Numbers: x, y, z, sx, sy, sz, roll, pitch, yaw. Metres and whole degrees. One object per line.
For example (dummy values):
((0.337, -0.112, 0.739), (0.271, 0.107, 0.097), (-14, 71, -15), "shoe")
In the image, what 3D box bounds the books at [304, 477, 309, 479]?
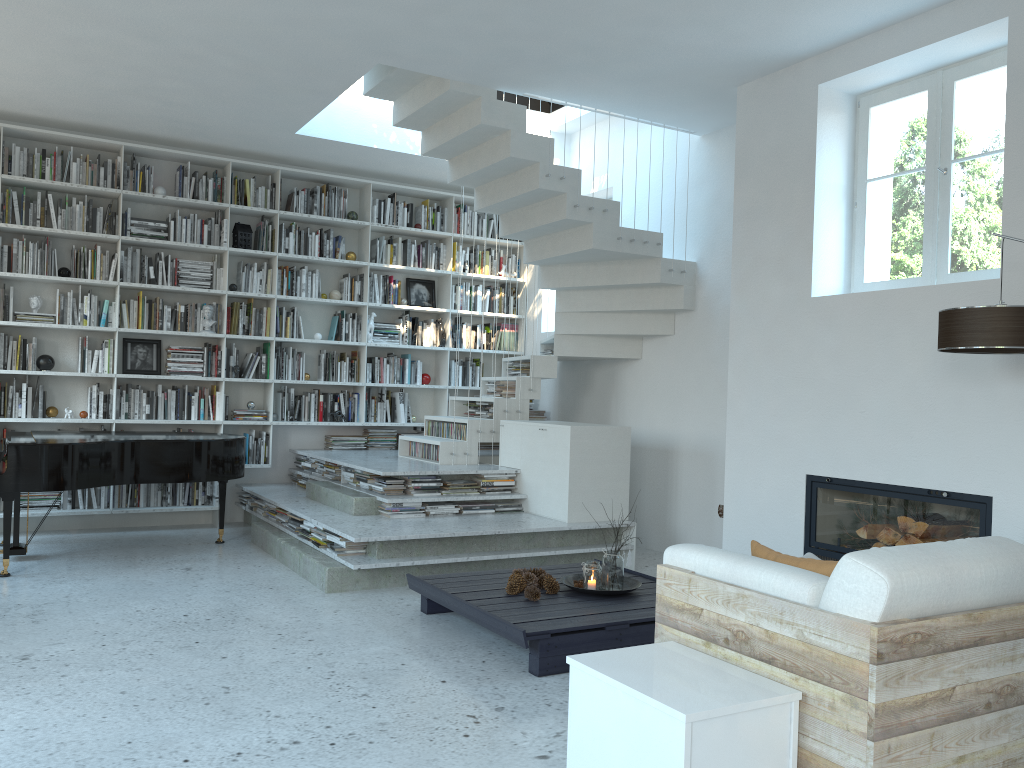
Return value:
((-1.735, 0.821, 7.766), (0.144, 0.009, 0.249), (2, -1, -26), "books")

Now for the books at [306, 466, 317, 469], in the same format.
((-1.698, 0.724, 7.769), (0.163, 0.008, 0.294), (2, -1, -32), "books")

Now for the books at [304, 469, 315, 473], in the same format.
((-1.702, 0.766, 7.768), (0.173, 0.017, 0.233), (2, -1, -31), "books")

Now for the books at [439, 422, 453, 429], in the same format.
((-0.559, 0.387, 7.489), (0.125, 0.125, 0.008), (2, 0, -30), "books")

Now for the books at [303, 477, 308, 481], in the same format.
((-1.731, 0.835, 7.768), (0.137, 0.018, 0.200), (2, -1, -34), "books")

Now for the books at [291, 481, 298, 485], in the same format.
((-1.895, 0.895, 8.035), (0.163, 0.019, 0.187), (2, -1, -31), "books")

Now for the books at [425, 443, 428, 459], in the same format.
((-0.660, 0.556, 7.357), (0.125, 0.125, 0.007), (2, 0, -30), "books")

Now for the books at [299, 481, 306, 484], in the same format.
((-1.749, 0.860, 7.759), (0.180, 0.017, 0.182), (2, -1, -33), "books")

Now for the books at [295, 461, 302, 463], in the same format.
((-1.839, 0.708, 8.023), (0.156, 0.009, 0.287), (2, -1, -32), "books")

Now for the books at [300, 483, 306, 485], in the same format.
((-1.739, 0.876, 7.765), (0.160, 0.014, 0.268), (2, -1, -31), "books")

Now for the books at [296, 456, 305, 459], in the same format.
((-1.840, 0.666, 8.022), (0.167, 0.008, 0.234), (2, -1, -31), "books")

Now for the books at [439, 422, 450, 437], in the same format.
((-0.554, 0.387, 7.480), (0.125, 0.125, 0.012), (2, 0, -30), "books")

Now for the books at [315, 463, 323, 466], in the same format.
((-1.545, 0.681, 7.505), (0.167, 0.008, 0.234), (2, -1, -31), "books")

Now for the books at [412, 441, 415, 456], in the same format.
((-0.794, 0.555, 7.592), (0.125, 0.125, 0.010), (2, 0, -30), "books")

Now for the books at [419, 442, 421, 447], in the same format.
((-0.724, 0.555, 7.470), (0.125, 0.125, 0.007), (2, 0, -30), "books")

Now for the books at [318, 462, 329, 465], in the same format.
((-1.540, 0.672, 7.508), (0.160, 0.010, 0.179), (2, -1, -30), "books")

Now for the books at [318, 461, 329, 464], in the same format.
((-1.539, 0.661, 7.508), (0.149, 0.013, 0.220), (2, -1, -27), "books")

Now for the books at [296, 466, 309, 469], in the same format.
((-1.843, 0.750, 8.022), (0.163, 0.017, 0.232), (2, -1, -28), "books")

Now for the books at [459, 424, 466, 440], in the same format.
((-0.365, 0.389, 7.149), (0.125, 0.125, 0.008), (2, 0, -30), "books")

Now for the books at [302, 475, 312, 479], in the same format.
((-1.733, 0.810, 7.767), (0.149, 0.014, 0.228), (2, -1, -32), "books")

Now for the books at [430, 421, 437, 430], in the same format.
((-0.647, 0.386, 7.642), (0.125, 0.125, 0.007), (2, 0, -30), "books")

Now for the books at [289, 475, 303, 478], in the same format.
((-1.903, 0.834, 8.029), (0.184, 0.006, 0.262), (2, -1, -29), "books")

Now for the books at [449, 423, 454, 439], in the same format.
((-0.455, 0.388, 7.308), (0.125, 0.125, 0.016), (2, 0, -30), "books")

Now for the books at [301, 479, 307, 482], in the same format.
((-1.737, 0.848, 7.765), (0.159, 0.009, 0.228), (2, -1, -29), "books")

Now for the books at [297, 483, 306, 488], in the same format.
((-1.754, 0.887, 7.756), (0.187, 0.009, 0.261), (2, -1, -27), "books")

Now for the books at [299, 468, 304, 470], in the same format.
((-1.831, 0.766, 8.029), (0.134, 0.014, 0.181), (2, -1, -33), "books")

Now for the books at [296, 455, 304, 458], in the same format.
((-1.840, 0.656, 8.022), (0.159, 0.011, 0.246), (2, -1, -33), "books")

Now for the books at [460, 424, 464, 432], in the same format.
((-0.361, 0.389, 7.143), (0.125, 0.125, 0.007), (2, 0, -30), "books")

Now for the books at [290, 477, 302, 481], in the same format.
((-1.895, 0.861, 8.034), (0.170, 0.012, 0.215), (2, -1, -30), "books")

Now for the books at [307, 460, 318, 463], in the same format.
((-1.694, 0.677, 7.771), (0.143, 0.012, 0.264), (2, -1, -25), "books")

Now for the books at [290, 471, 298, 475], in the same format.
((-1.899, 0.803, 8.031), (0.174, 0.009, 0.240), (2, -1, -28), "books")

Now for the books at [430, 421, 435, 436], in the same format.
((-0.643, 0.386, 7.636), (0.125, 0.125, 0.007), (2, 0, -30), "books")

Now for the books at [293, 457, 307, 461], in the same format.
((-1.850, 0.677, 8.017), (0.171, 0.015, 0.252), (2, -1, -35), "books")

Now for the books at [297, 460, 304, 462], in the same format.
((-1.832, 0.700, 8.027), (0.145, 0.008, 0.297), (2, -1, -31), "books")

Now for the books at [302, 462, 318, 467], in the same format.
((-1.710, 0.704, 7.762), (0.189, 0.030, 0.237), (2, -1, -33), "books")

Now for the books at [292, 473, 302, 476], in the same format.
((-1.894, 0.815, 8.034), (0.152, 0.015, 0.208), (2, -1, -25), "books")

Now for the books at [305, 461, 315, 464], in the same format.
((-1.700, 0.686, 7.767), (0.171, 0.007, 0.206), (2, -1, -28), "books")

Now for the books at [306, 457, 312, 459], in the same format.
((-1.692, 0.650, 7.771), (0.159, 0.007, 0.285), (2, -1, -31), "books")

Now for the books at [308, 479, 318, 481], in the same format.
((-1.596, 0.824, 7.489), (0.181, 0.017, 0.250), (2, -1, -33), "books")

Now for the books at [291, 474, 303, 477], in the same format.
((-1.896, 0.827, 8.033), (0.159, 0.009, 0.210), (2, -1, -26), "books")

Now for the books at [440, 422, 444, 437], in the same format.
((-0.545, 0.387, 7.464), (0.125, 0.125, 0.009), (2, 0, -30), "books")

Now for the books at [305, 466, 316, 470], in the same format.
((-1.695, 0.733, 7.771), (0.152, 0.009, 0.259), (2, -1, -33), "books")

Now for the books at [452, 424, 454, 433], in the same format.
((-0.430, 0.389, 7.263), (0.125, 0.125, 0.018), (2, 0, -30), "books")

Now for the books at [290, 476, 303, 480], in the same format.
((-1.892, 0.849, 8.036), (0.159, 0.012, 0.278), (2, -1, -31), "books")

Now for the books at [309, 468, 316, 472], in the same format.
((-1.685, 0.748, 7.777), (0.131, 0.021, 0.240), (2, -1, -28), "books")

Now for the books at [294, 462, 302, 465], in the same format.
((-1.846, 0.718, 8.020), (0.179, 0.012, 0.261), (2, -1, -30), "books")

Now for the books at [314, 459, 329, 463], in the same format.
((-1.550, 0.647, 7.502), (0.165, 0.015, 0.243), (2, -1, -35), "books")

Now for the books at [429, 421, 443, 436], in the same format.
((-0.657, 0.386, 7.659), (0.125, 0.125, 0.012), (2, 0, -30), "books")

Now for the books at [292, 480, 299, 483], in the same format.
((-1.894, 0.884, 8.035), (0.144, 0.005, 0.257), (2, -1, -25), "books")

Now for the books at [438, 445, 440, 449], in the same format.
((-0.540, 0.558, 7.148), (0.125, 0.125, 0.008), (2, 0, -30), "books")

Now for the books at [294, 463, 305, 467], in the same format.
((-1.850, 0.733, 8.018), (0.175, 0.017, 0.265), (2, -1, -27), "books")

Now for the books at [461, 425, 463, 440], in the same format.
((-0.352, 0.389, 7.127), (0.125, 0.125, 0.011), (2, 0, -30), "books")

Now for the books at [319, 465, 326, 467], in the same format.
((-1.539, 0.692, 7.509), (0.144, 0.013, 0.220), (2, -1, -27), "books")

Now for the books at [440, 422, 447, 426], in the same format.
((-0.549, 0.387, 7.470), (0.125, 0.125, 0.010), (2, 0, -30), "books")

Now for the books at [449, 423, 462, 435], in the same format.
((-0.461, 0.388, 7.317), (0.125, 0.125, 0.009), (2, 0, -30), "books")

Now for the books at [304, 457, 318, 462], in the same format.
((-1.694, 0.662, 7.770), (0.163, 0.018, 0.289), (2, -1, -31), "books")

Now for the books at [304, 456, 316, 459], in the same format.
((-1.702, 0.636, 7.765), (0.171, 0.020, 0.193), (2, -1, -35), "books")

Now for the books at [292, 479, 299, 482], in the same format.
((-1.886, 0.874, 8.040), (0.147, 0.014, 0.292), (2, -1, -30), "books")
